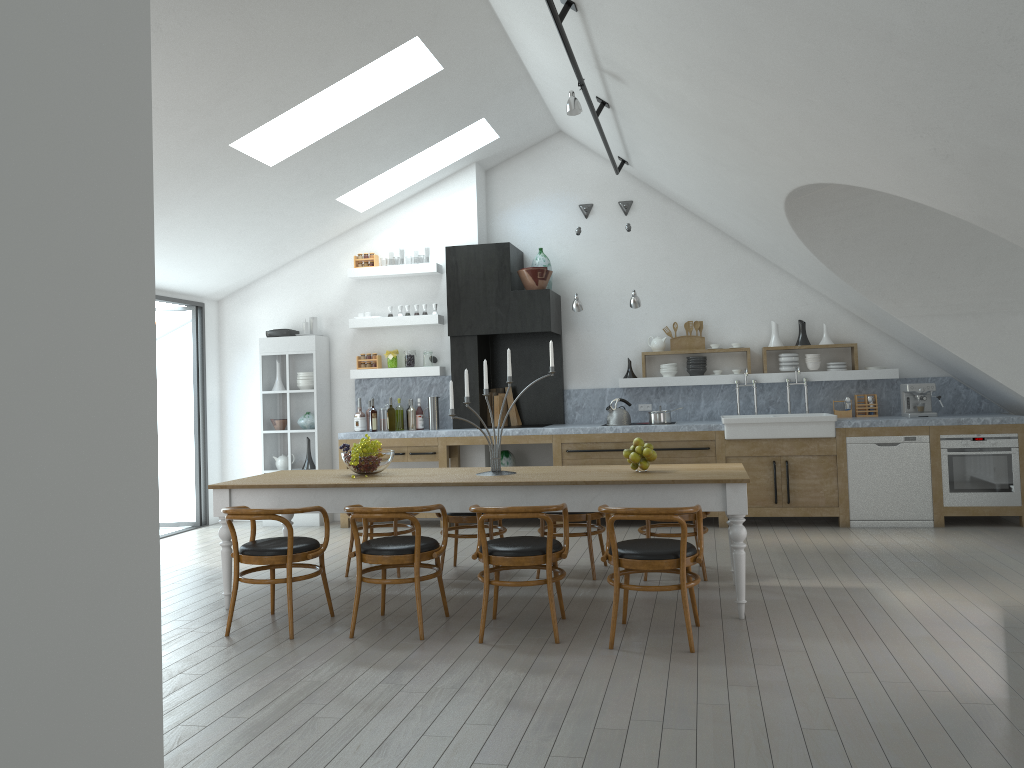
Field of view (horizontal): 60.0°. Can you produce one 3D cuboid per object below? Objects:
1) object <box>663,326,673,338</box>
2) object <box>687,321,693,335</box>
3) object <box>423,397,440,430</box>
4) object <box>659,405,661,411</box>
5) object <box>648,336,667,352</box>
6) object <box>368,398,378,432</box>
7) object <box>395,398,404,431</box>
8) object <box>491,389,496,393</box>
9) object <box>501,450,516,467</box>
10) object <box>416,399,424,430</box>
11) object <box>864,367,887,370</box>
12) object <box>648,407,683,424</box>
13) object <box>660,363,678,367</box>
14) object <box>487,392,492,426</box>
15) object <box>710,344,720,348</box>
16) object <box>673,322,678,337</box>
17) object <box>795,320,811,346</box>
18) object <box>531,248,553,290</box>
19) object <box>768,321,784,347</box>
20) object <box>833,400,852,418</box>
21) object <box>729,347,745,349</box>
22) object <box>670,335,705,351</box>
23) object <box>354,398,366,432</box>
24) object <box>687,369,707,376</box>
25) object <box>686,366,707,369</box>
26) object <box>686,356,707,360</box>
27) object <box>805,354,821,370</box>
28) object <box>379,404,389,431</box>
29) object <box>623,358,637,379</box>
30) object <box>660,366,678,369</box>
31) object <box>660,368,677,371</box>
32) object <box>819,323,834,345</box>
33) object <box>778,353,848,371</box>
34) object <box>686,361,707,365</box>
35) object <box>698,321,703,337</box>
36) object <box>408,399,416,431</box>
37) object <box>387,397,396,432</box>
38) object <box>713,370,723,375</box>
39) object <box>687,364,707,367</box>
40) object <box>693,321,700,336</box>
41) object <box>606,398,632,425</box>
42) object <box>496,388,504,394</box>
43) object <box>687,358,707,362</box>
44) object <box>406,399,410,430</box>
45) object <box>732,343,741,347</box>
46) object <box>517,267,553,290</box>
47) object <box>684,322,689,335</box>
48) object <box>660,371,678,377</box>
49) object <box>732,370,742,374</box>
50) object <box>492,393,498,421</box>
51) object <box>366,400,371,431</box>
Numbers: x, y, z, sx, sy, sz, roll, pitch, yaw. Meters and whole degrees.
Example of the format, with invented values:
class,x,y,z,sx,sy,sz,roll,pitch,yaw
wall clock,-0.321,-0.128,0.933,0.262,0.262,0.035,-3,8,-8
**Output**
class,x,y,z,sx,sy,sz,roll,pitch,yaw
object,1.673,-0.481,9.253,0.199,0.259,0.016,-3,-2,22
object,1.855,-0.504,9.197,0.057,0.299,0.019,-2,-2,12
object,-0.823,0.303,9.161,0.164,0.340,0.114,-2,-2,15
object,1.458,0.298,8.764,0.051,0.167,0.235,-2,-1,7
object,1.521,-0.418,9.267,0.168,0.169,0.174,-2,-1,-4
object,-1.435,0.327,9.159,0.093,0.359,0.092,0,-3,-44
object,-1.169,0.319,9.216,0.092,0.339,0.092,-3,-2,30
object,-0.194,0.264,9.569,0.068,0.425,0.088,-3,-2,26
object,-0.064,0.948,9.332,0.231,0.499,0.230,-1,-2,-37
object,-0.964,0.317,9.253,0.081,0.330,0.081,-4,-3,39
object,3.610,-0.147,8.794,0.213,0.025,0.213,-2,-1,0
object,1.530,0.321,8.714,0.394,0.170,0.232,-2,-1,-8
object,1.630,-0.178,9.207,0.181,0.076,0.180,-1,-1,-40
object,-0.238,0.269,9.412,0.057,0.359,0.074,-3,-2,26
object,2.093,-0.382,9.137,0.098,0.049,0.098,-2,-1,10
object,1.709,-0.500,9.249,0.055,0.299,0.027,-2,-2,12
object,2.935,-0.518,8.955,0.156,0.268,0.156,-2,-2,16
object,0.315,-1.197,9.439,0.231,0.504,0.230,0,-2,-37
object,2.678,-0.509,9.013,0.156,0.268,0.156,-2,-2,1
object,3.285,0.246,8.806,0.173,0.171,0.100,-2,-2,14
object,2.304,-0.367,9.092,0.163,0.012,0.164,-2,-1,30
object,1.825,-0.424,9.211,0.353,0.158,0.084,-2,-2,12
object,-1.592,0.325,9.279,0.088,0.360,0.085,-3,-3,34
object,1.906,-0.117,9.146,0.205,0.072,0.205,-2,-1,0
object,1.905,-0.144,9.147,0.205,0.086,0.205,-1,-1,-40
object,1.907,-0.247,9.156,0.205,0.080,0.205,-2,-1,15
object,3.018,-0.219,8.888,0.157,0.160,0.154,-3,-2,40
object,-1.306,0.348,9.314,0.184,0.286,0.183,-3,-2,36
object,1.238,-0.168,9.311,0.156,0.219,0.156,-2,-2,-7
object,1.630,-0.149,9.206,0.181,0.069,0.181,-2,-1,30
object,1.628,-0.126,9.206,0.181,0.065,0.181,-1,-1,-40
object,3.157,-0.501,8.917,0.156,0.219,0.156,-2,-2,-7
object,3.023,-0.217,8.911,0.656,0.196,0.197,-2,-1,12
object,1.906,-0.193,9.149,0.205,0.072,0.205,-2,-1,0
object,1.957,-0.507,9.196,0.057,0.294,0.030,-2,-2,12
object,-1.033,0.320,9.166,0.085,0.331,0.085,-3,-2,21
object,-1.242,0.316,9.121,0.092,0.359,0.092,-1,-3,-34
object,2.117,-0.115,9.124,0.098,0.049,0.098,-2,-1,10
object,1.905,-0.172,9.142,0.205,0.086,0.205,-1,-1,-35
object,1.917,-0.506,9.187,0.067,0.298,0.039,-2,-2,12
object,1.058,0.273,8.811,0.246,0.268,0.246,-3,-2,22
object,-0.125,0.273,9.545,0.089,0.459,0.110,-2,-2,12
object,1.909,-0.219,9.152,0.205,0.084,0.205,-3,-1,40
object,-1.066,0.320,9.289,0.085,0.331,0.085,-3,-2,21
object,2.303,-0.390,9.093,0.098,0.049,0.098,-2,-1,10
object,0.234,-1.063,9.117,0.348,0.237,0.366,-3,-1,30
object,1.825,-0.503,9.224,0.061,0.299,0.040,-2,-2,10
object,1.629,-0.103,9.205,0.181,0.064,0.181,-2,-1,35
object,2.305,-0.122,9.084,0.098,0.049,0.098,-2,-1,10
object,-0.185,0.273,9.386,0.068,0.367,0.131,-3,-2,26
object,-1.497,0.337,9.351,0.085,0.331,0.085,-3,-2,21
